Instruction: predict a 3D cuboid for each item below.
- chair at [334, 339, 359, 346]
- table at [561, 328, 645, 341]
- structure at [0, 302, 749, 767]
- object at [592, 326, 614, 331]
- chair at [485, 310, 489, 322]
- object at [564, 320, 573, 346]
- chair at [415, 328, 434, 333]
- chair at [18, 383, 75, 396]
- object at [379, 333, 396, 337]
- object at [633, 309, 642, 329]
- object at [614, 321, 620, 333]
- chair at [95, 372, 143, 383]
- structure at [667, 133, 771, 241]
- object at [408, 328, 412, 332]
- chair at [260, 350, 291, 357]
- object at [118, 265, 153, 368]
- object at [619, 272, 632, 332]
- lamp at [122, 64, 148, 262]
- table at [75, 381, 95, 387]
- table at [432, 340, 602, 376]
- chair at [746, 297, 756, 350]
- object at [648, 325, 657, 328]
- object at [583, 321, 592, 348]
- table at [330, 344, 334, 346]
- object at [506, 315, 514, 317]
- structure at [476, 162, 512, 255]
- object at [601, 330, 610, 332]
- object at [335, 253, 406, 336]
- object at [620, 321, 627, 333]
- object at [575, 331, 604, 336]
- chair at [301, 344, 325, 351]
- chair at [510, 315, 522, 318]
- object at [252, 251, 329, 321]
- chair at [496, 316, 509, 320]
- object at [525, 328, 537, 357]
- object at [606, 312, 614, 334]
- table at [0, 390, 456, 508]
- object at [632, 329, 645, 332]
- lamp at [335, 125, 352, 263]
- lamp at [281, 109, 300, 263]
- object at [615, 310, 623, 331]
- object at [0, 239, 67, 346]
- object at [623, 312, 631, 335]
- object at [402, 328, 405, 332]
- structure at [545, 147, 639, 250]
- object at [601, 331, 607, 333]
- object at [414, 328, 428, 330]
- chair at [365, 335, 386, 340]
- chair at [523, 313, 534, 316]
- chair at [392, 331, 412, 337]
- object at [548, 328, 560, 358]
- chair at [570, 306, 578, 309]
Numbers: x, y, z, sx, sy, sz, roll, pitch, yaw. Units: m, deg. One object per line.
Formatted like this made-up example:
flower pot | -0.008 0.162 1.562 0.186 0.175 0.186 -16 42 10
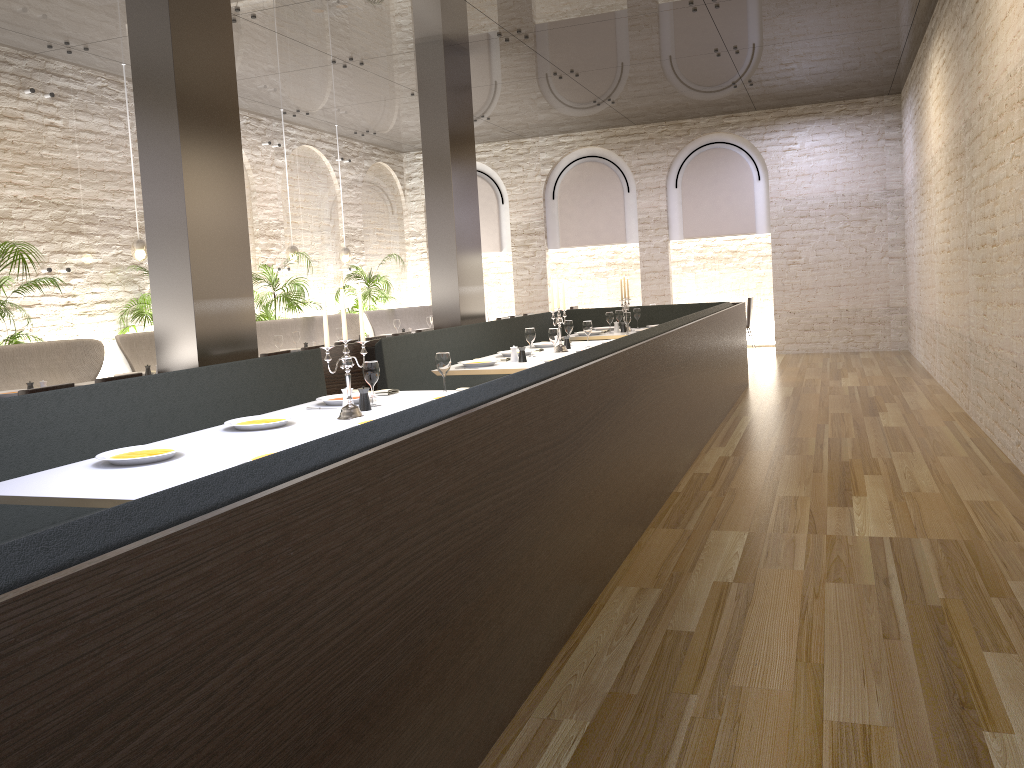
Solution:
chair | -1.773 0.041 8.574 0.565 0.903 0.413 -2 5 20
table | 1.249 -0.200 9.788 1.100 0.758 1.193 -1 6 20
structure | -0.135 0.190 5.900 2.371 0.997 10.789 -1 7 20
object | 1.080 -0.633 10.213 0.321 0.036 0.323 -2 6 16
chair | -0.301 -0.941 16.686 0.565 0.903 0.413 -2 5 20
object | 0.520 -0.467 8.101 0.086 0.230 0.087 -1 5 32
chair | -1.191 -0.172 10.190 0.565 0.903 0.413 -2 5 20
chair | -2.938 0.467 5.342 0.565 0.903 0.413 -2 5 20
object | -1.620 -0.639 11.718 0.322 0.036 0.322 -7 7 -32
object | 1.436 -0.747 10.148 0.086 0.230 0.086 -4 4 -10
object | 1.143 -0.621 9.686 0.069 0.126 0.069 -6 5 -28
chair | -2.747 0.397 5.872 0.565 0.903 0.413 -2 5 20
structure | 3.337 -3.230 14.412 1.633 1.670 0.098 -2 4 20
object | -1.334 -0.681 11.587 0.059 0.109 0.059 -6 5 -34
chair | -2.164 0.184 7.491 0.565 0.903 0.413 -2 5 20
object | -3.711 -0.484 9.608 1.191 1.969 1.146 -7 6 -39
object | 1.246 -0.905 9.739 0.131 0.655 0.391 -1 5 31
lamp | -3.959 -2.298 9.243 0.178 2.035 0.178 0 5 41
table | -2.900 0.318 7.327 0.935 0.758 1.014 -1 6 20
table | 0.386 0.116 7.391 1.100 0.757 2.548 -1 6 20
chair | 3.858 -1.021 15.174 0.565 0.903 0.413 -2 5 20
object | 1.676 -0.645 9.995 0.322 0.036 0.322 -6 7 -21
object | 0.664 -0.436 7.743 0.086 0.230 0.087 -1 5 32
table | -1.719 -0.113 10.604 0.935 0.758 1.014 -1 6 20
object | 0.045 -1.269 16.536 0.322 0.036 0.322 -8 8 -35
structure | -0.778 -3.150 15.907 1.633 1.670 0.098 -2 4 20
object | 0.951 -0.588 9.932 0.273 0.033 0.143 -1 7 20
object | -2.187 -1.036 13.797 1.145 1.969 1.192 -3 5 1
object | 1.210 -0.620 9.636 0.069 0.126 0.069 -6 5 -28
object | 0.828 -0.541 9.514 0.321 0.036 0.323 -4 6 -4
chair | -1.963 0.110 8.048 0.565 0.903 0.413 -2 5 20
chair | -0.138 -0.557 13.112 0.565 0.903 0.413 -2 5 20
object | -3.034 -0.732 11.493 1.147 1.969 1.190 -6 5 -29
chair | -0.327 -0.487 12.587 0.565 0.903 0.413 -2 5 20
object | 0.149 -0.331 7.069 0.086 0.230 0.087 -2 4 20
object | 1.062 -0.665 9.604 0.087 0.230 0.086 -6 5 -34
table | -0.859 0.571 3.937 1.100 0.757 2.548 -1 6 20
object | 1.423 -0.553 9.295 0.321 0.036 0.323 -4 6 -4
lamp | -2.538 -2.817 13.186 0.178 2.035 0.178 -3 4 -1
lamp | -3.007 -2.646 11.885 0.178 2.035 0.178 -3 4 -1
object | 1.215 -0.721 10.029 0.087 0.230 0.086 -6 5 -34
object | -4.425 -0.223 7.628 1.191 1.969 1.146 -7 6 -39
object | 1.205 -0.634 9.246 0.087 0.230 0.086 -6 5 -34
object | -1.416 -0.674 11.568 0.059 0.109 0.059 -6 5 -34
structure | 1.345 -3.191 15.135 1.633 1.670 0.098 -2 4 20
object | 0.899 -0.569 9.787 0.273 0.033 0.143 -1 7 20
object | -1.247 -0.775 12.753 0.322 0.036 0.322 -7 7 -32
chair | -1.583 -0.029 9.102 0.565 0.903 0.413 -2 5 20
chair | 0.057 -0.628 13.654 0.565 0.903 0.413 -2 5 20
chair | -1.383 -0.102 9.657 0.565 0.903 0.413 -2 5 20
object | 0.327 -0.313 6.808 0.086 0.230 0.086 -6 5 -28
chair | 0.931 -0.965 16.237 0.565 0.903 0.413 -2 5 20
